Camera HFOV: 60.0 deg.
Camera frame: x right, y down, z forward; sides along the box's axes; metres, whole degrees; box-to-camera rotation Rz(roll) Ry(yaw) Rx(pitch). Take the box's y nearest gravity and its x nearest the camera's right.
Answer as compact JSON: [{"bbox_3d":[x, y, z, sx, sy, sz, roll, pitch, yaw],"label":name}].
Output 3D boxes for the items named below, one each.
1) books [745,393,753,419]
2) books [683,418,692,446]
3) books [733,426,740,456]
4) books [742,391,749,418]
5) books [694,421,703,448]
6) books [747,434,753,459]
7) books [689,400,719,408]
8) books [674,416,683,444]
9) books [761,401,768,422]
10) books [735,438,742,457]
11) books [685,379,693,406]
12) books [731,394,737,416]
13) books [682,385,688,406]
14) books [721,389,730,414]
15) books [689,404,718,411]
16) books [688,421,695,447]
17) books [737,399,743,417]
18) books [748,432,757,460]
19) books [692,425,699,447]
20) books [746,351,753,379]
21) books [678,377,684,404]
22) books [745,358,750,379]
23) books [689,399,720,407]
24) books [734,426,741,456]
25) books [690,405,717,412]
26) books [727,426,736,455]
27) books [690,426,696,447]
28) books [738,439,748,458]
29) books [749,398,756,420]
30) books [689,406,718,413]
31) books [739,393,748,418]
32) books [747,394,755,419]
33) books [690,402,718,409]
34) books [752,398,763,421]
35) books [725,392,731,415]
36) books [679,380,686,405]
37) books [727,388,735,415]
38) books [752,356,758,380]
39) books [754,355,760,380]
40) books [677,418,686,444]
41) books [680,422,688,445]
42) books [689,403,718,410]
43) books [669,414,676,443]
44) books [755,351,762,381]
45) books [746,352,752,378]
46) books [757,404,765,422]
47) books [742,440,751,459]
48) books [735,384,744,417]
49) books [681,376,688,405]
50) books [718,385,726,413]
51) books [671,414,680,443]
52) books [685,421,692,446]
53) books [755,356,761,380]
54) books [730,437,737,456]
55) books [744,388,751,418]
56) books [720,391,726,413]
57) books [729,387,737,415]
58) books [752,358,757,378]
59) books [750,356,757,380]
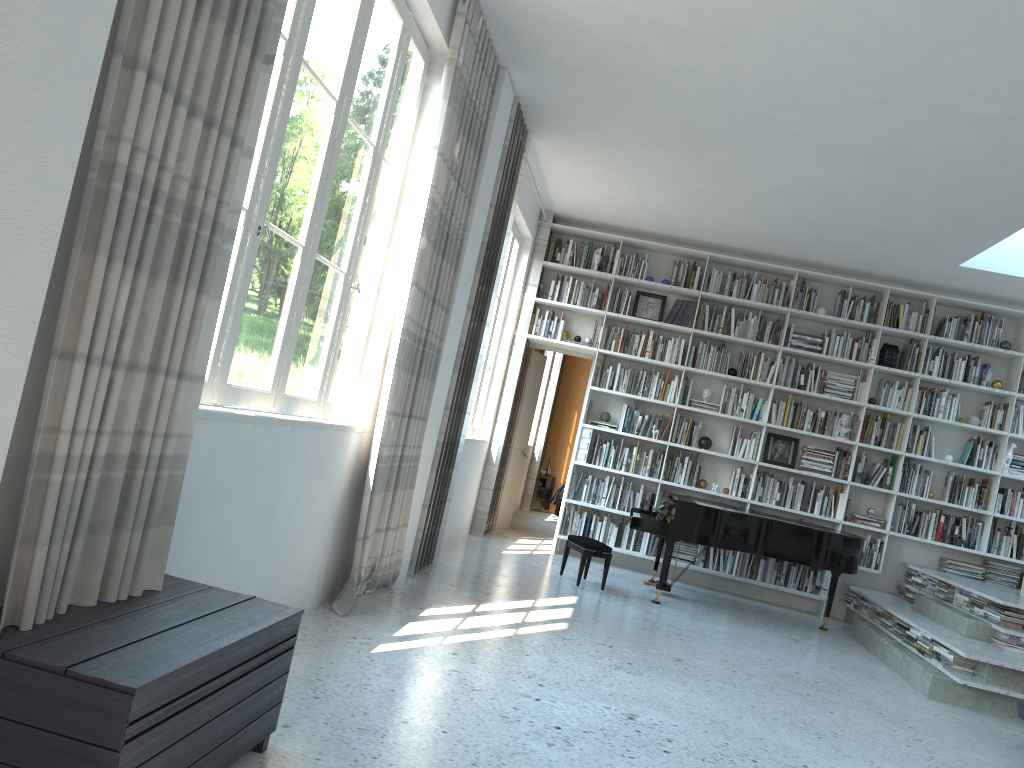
[{"bbox_3d":[2.260,0.218,8.507,0.023,0.259,0.170,12,-2,8],"label":"books"},{"bbox_3d":[1.688,0.463,8.553,0.026,0.274,0.190,12,-2,8],"label":"books"},{"bbox_3d":[2.144,0.553,8.514,0.011,0.291,0.156,12,-2,8],"label":"books"},{"bbox_3d":[2.231,0.209,8.502,0.012,0.265,0.193,12,-2,8],"label":"books"},{"bbox_3d":[1.796,0.492,8.565,0.028,0.266,0.144,12,-2,8],"label":"books"},{"bbox_3d":[2.266,0.602,8.477,0.012,0.244,0.171,12,-2,8],"label":"books"},{"bbox_3d":[1.855,0.196,8.574,0.285,0.012,0.159,12,-3,10],"label":"books"},{"bbox_3d":[1.607,0.447,8.590,0.026,0.275,0.154,12,-2,8],"label":"books"},{"bbox_3d":[2.412,0.273,8.501,0.026,0.217,0.126,12,-2,8],"label":"books"},{"bbox_3d":[2.164,0.613,8.511,0.030,0.182,0.154,12,-3,8],"label":"books"},{"bbox_3d":[1.715,0.093,8.600,0.021,0.277,0.136,12,-2,8],"label":"books"},{"bbox_3d":[2.140,0.211,8.537,0.048,0.224,0.149,12,-2,8],"label":"books"},{"bbox_3d":[1.682,0.121,8.608,0.034,0.209,0.136,12,-2,8],"label":"books"},{"bbox_3d":[2.046,0.179,8.533,0.030,0.247,0.174,12,-2,8],"label":"books"},{"bbox_3d":[1.846,0.232,8.568,0.254,0.012,0.161,12,-3,4],"label":"books"},{"bbox_3d":[1.730,0.488,8.583,0.028,0.247,0.142,12,-2,8],"label":"books"},{"bbox_3d":[2.182,0.238,8.535,0.025,0.189,0.140,12,-2,8],"label":"books"},{"bbox_3d":[2.289,0.595,8.481,0.027,0.269,0.178,12,-2,8],"label":"books"},{"bbox_3d":[1.761,0.509,8.553,0.028,0.216,0.175,12,-3,8],"label":"books"},{"bbox_3d":[2.291,-0.166,8.548,0.033,0.287,0.155,12,-2,8],"label":"books"},{"bbox_3d":[1.634,0.072,8.616,0.012,0.285,0.159,12,-2,8],"label":"books"},{"bbox_3d":[2.256,-0.139,8.518,0.006,0.216,0.181,12,-3,8],"label":"books"},{"bbox_3d":[1.857,0.184,8.569,0.285,0.012,0.159,12,-3,4],"label":"books"},{"bbox_3d":[2.155,0.552,8.510,0.012,0.298,0.166,12,-2,8],"label":"books"},{"bbox_3d":[1.845,0.244,8.576,0.254,0.012,0.161,12,-3,8],"label":"books"},{"bbox_3d":[2.106,0.548,8.513,0.012,0.285,0.159,12,-2,8],"label":"books"},{"bbox_3d":[1.742,0.509,8.560,0.011,0.208,0.180,12,-3,8],"label":"books"},{"bbox_3d":[2.204,0.618,8.490,0.057,0.188,0.156,12,-3,8],"label":"books"},{"bbox_3d":[2.303,0.249,8.520,0.026,0.219,0.150,12,-2,8],"label":"books"},{"bbox_3d":[1.842,0.256,8.571,0.285,0.012,0.159,12,-3,6],"label":"books"},{"bbox_3d":[2.211,0.214,8.514,0.028,0.247,0.170,12,-2,8],"label":"books"},{"bbox_3d":[2.284,0.226,8.524,0.022,0.256,0.152,12,-2,8],"label":"books"},{"bbox_3d":[1.852,0.208,8.571,0.254,0.012,0.161,12,-3,5],"label":"books"},{"bbox_3d":[2.342,0.252,8.491,0.060,0.227,0.179,12,-2,8],"label":"books"},{"bbox_3d":[2.073,0.196,8.557,0.024,0.227,0.137,12,-2,8],"label":"books"},{"bbox_3d":[1.648,0.089,8.607,0.024,0.257,0.134,12,-2,8],"label":"books"},{"bbox_3d":[2.098,0.180,8.540,0.022,0.267,0.151,12,-2,8],"label":"books"},{"bbox_3d":[2.333,-0.140,8.530,0.017,0.253,0.139,12,-2,8],"label":"books"},{"bbox_3d":[2.344,-0.144,8.528,0.004,0.265,0.142,12,-2,8],"label":"books"},{"bbox_3d":[1.635,0.458,8.578,0.036,0.263,0.166,12,-2,8],"label":"books"},{"bbox_3d":[1.661,0.482,8.576,0.025,0.228,0.153,12,-2,8],"label":"books"},{"bbox_3d":[1.849,0.220,8.566,0.254,0.012,0.161,12,-3,3],"label":"books"},{"bbox_3d":[1.555,0.431,8.602,0.012,0.285,0.159,12,-2,8],"label":"books"},{"bbox_3d":[2.359,-0.160,8.524,0.006,0.303,0.165,12,-2,8],"label":"books"},{"bbox_3d":[2.270,-0.165,8.540,0.005,0.275,0.157,12,-2,8],"label":"books"},{"bbox_3d":[2.382,0.285,8.501,0.027,0.181,0.142,12,-2,8],"label":"books"},{"bbox_3d":[2.244,0.627,8.489,0.024,0.188,0.172,12,-3,8],"label":"books"},{"bbox_3d":[2.178,0.165,8.526,0.010,0.329,0.173,12,-2,8],"label":"books"},{"bbox_3d":[1.671,0.074,8.623,0.011,0.297,0.136,12,-2,8],"label":"books"},{"bbox_3d":[2.021,0.154,8.543,0.012,0.285,0.159,12,-2,8],"label":"books"},{"bbox_3d":[1.583,0.437,8.589,0.025,0.284,0.145,12,-2,8],"label":"books"},{"bbox_3d":[1.708,0.484,8.570,0.014,0.243,0.153,12,-2,8],"label":"books"},{"bbox_3d":[2.347,-0.137,8.521,0.006,0.253,0.180,12,-2,8],"label":"books"},{"bbox_3d":[2.113,0.600,8.504,0.025,0.186,0.154,12,-3,8],"label":"books"},{"bbox_3d":[2.247,0.194,8.509,0.011,0.300,0.178,12,-2,8],"label":"books"},{"bbox_3d":[2.027,0.183,8.554,0.010,0.231,0.154,12,-2,8],"label":"books"},{"bbox_3d":[2.115,0.174,8.526,0.012,0.286,0.167,12,-2,8],"label":"books"},{"bbox_3d":[2.319,-0.133,8.544,0.011,0.236,0.130,12,-2,8],"label":"books"},{"bbox_3d":[2.304,-0.142,8.510,0.013,0.243,0.189,12,-2,8],"label":"books"}]
